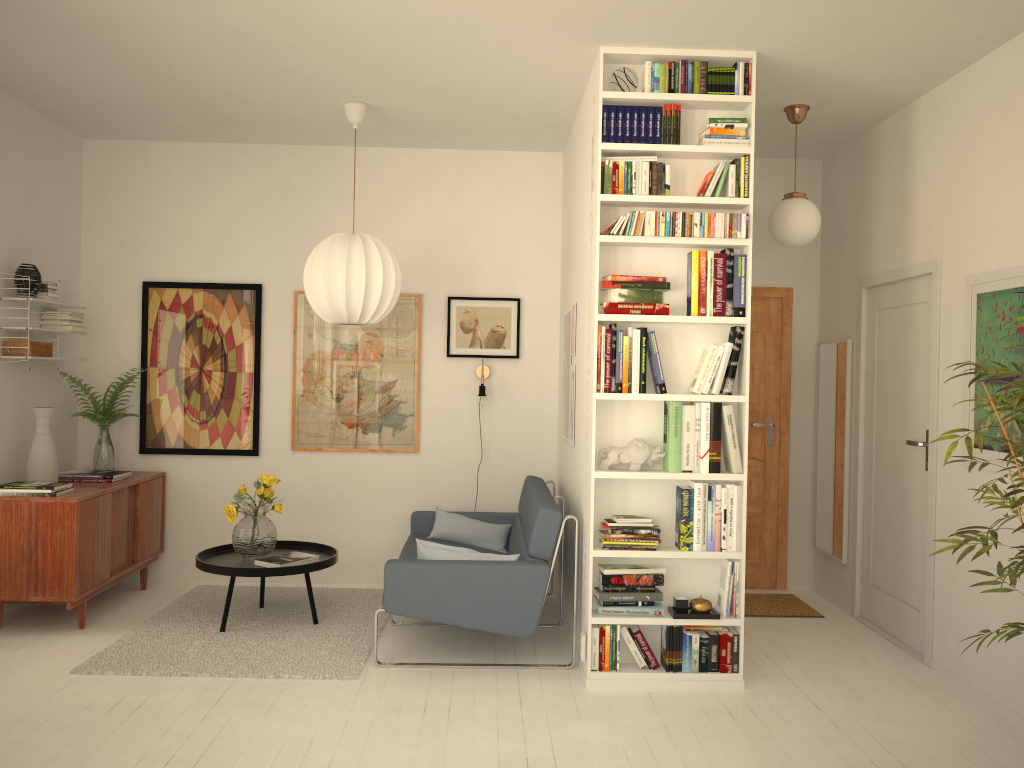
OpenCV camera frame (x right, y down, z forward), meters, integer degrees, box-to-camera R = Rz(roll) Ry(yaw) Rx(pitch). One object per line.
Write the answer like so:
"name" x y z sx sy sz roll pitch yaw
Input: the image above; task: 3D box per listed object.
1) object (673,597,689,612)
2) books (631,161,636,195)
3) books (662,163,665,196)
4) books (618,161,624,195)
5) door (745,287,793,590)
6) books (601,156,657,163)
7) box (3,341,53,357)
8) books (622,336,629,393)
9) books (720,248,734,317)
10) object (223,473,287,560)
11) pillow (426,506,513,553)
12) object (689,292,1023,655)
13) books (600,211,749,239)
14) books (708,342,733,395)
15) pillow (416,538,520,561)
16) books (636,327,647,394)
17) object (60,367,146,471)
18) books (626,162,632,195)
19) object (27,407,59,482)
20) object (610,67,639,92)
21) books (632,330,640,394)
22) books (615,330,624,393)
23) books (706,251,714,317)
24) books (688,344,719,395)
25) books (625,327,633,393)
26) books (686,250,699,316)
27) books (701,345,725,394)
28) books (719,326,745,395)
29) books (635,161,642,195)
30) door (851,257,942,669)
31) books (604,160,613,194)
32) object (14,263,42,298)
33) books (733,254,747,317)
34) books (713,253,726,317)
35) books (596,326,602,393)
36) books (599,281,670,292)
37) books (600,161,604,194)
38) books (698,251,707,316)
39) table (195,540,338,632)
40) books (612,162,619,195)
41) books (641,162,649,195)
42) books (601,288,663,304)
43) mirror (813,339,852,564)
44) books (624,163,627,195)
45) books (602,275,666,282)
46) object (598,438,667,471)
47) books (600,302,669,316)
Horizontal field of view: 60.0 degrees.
"object" 0.781 1.018 4.100 0.058 0.055 0.058 1 0 -2
"books" 0.550 -0.931 4.111 0.012 0.155 0.208 1 0 -2
"books" 0.688 -0.930 4.120 0.016 0.158 0.146 1 0 -2
"books" 0.494 -0.932 4.110 0.023 0.152 0.199 1 0 -2
"door" 1.400 0.360 5.988 0.931 2.033 0.159 1 0 -2
"books" 0.544 -1.024 4.125 0.255 0.022 0.189 1 1 8
"box" -2.729 -0.196 5.003 0.152 0.084 0.266 1 1 -1
"books" 0.513 -0.087 4.113 0.024 0.260 0.199 1 0 -2
"books" 0.993 -0.463 4.135 0.039 0.317 0.161 1 0 -2
"object" -1.443 0.738 4.956 0.291 0.471 0.361 1 0 37
"pillow" -0.265 0.913 5.588 0.540 0.277 0.157 1 0 0
"object" 1.545 0.552 3.272 0.778 1.711 2.088 1 0 -21
"books" 0.733 -0.722 4.133 0.664 0.110 0.278 1 1 -2
"books" 0.961 -0.071 4.143 0.092 0.244 0.196 1 0 -2
"pillow" -0.231 0.917 4.312 0.533 0.353 0.141 1 0 -2
"books" 0.595 -0.109 4.111 0.033 0.306 0.150 1 0 -2
"object" -2.560 0.228 5.620 0.476 0.686 0.398 1 0 0
"books" 0.531 -0.933 4.126 0.024 0.155 0.188 1 0 -2
"object" -2.632 0.354 4.979 0.160 0.445 0.158 1 0 38
"object" 0.514 -1.384 4.065 0.131 0.131 0.131 1 0 -6
"books" 0.561 -0.103 4.117 0.032 0.291 0.189 1 0 -2
"books" 0.486 -0.103 4.119 0.030 0.289 0.200 1 0 -2
"books" 0.902 -0.457 4.139 0.029 0.301 0.185 1 0 -2
"books" 0.883 -0.068 4.110 0.115 0.232 0.133 1 0 -2
"books" 0.535 -0.107 4.131 0.020 0.304 0.193 1 0 -2
"books" 0.834 -0.461 4.148 0.032 0.300 0.200 1 0 -2
"books" 0.918 -0.065 4.119 0.105 0.225 0.138 1 0 -2
"books" 1.014 -0.108 4.137 0.092 0.319 0.179 1 0 -2
"books" 0.570 -0.933 4.128 0.028 0.159 0.222 1 0 -2
"door" 2.137 0.387 4.859 0.166 2.033 0.955 1 0 -2
"books" 0.435 -0.936 4.110 0.034 0.162 0.197 1 0 -2
"object" -2.695 -0.572 4.935 0.139 0.200 0.139 1 0 42
"books" 1.040 -0.448 4.135 0.054 0.289 0.179 1 0 -2
"books" 0.946 -0.451 4.134 0.059 0.291 0.182 1 0 -2
"books" 0.391 -0.112 4.131 0.021 0.301 0.222 1 0 -2
"books" 0.563 -0.451 4.140 0.314 0.035 0.205 1 1 -2
"books" 0.406 -0.935 4.134 0.019 0.156 0.205 1 0 -2
"books" 0.870 -0.458 4.143 0.039 0.302 0.199 1 0 -2
"table" -1.358 1.133 4.930 0.761 0.386 0.761 1 1 14
"books" 0.466 -0.931 4.114 0.030 0.149 0.202 1 0 -2
"books" 0.602 -0.930 4.122 0.035 0.158 0.200 1 0 -2
"books" 0.560 -0.400 4.128 0.268 0.064 0.128 1 1 -31
"mirror" 2.038 0.409 5.654 0.029 1.370 0.500 1 0 -2
"books" 0.511 -0.931 4.125 0.013 0.149 0.208 1 0 -2
"books" 0.556 -0.480 4.132 0.266 0.026 0.203 1 1 -12
"object" 0.554 0.323 4.091 0.311 0.150 0.137 1 0 6
"books" 0.561 -0.341 4.119 0.300 0.056 0.202 1 1 -2
